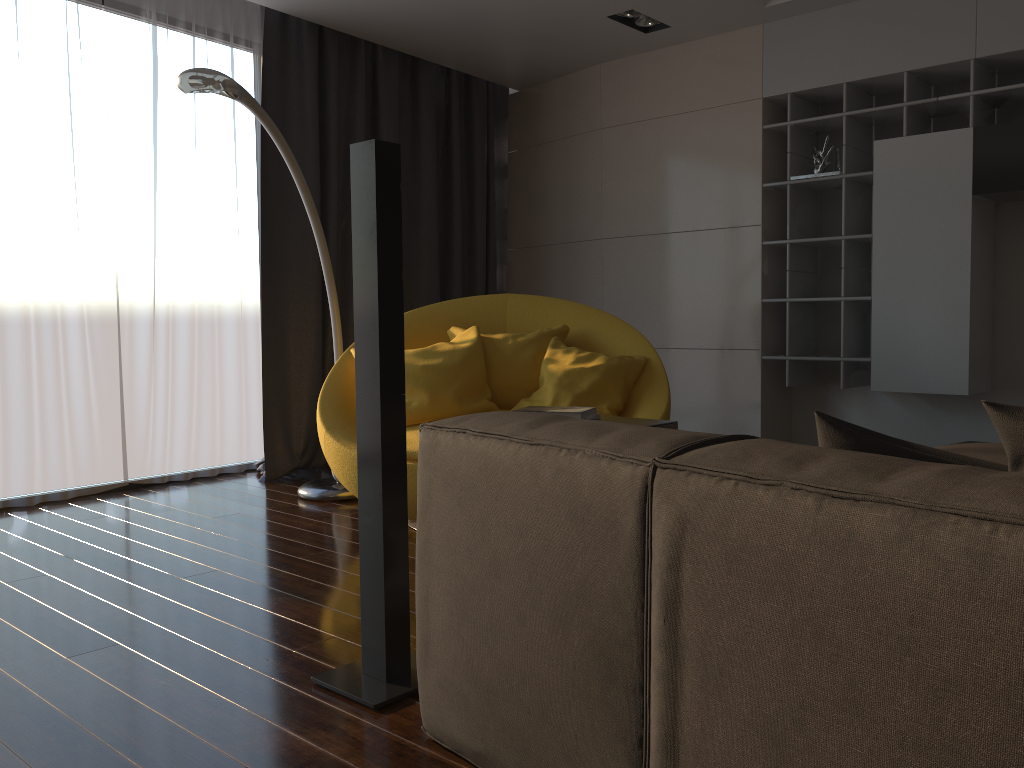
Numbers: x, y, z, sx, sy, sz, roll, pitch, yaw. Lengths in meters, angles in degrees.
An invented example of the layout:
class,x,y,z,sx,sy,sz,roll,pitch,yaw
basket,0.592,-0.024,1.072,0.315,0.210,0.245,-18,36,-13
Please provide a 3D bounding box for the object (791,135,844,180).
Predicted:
class,x,y,z,sx,sy,sz,roll,pitch,yaw
object,1.715,-1.225,4.796,0.269,0.227,0.300,3,5,42

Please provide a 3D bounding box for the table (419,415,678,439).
class,x,y,z,sx,sy,sz,roll,pitch,yaw
table,0.121,0.399,2.526,0.426,0.562,0.634,3,5,42

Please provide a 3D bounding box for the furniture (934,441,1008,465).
class,x,y,z,sx,sy,sz,roll,pitch,yaw
furniture,1.671,0.431,2.759,1.153,0.439,1.039,-3,5,-38

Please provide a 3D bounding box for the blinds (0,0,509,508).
class,x,y,z,sx,sy,sz,roll,pitch,yaw
blinds,-2.552,-0.808,3.438,0.711,2.892,7.882,2,4,36

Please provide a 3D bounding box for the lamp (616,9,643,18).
class,x,y,z,sx,sy,sz,roll,pitch,yaw
lamp,0.633,-2.023,4.746,0.185,0.077,0.168,-2,4,-29

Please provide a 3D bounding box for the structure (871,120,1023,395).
class,x,y,z,sx,sy,sz,roll,pitch,yaw
structure,2.978,-0.311,3.746,2.730,1.765,0.507,3,5,41

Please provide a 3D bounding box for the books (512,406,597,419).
class,x,y,z,sx,sy,sz,roll,pitch,yaw
books,0.124,0.082,2.532,0.199,0.022,0.160,1,4,17

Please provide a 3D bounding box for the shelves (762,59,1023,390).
class,x,y,z,sx,sy,sz,roll,pitch,yaw
shelves,2.215,-0.760,4.465,1.819,1.600,0.400,3,5,42

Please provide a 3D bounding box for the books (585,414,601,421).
class,x,y,z,sx,sy,sz,roll,pitch,yaw
books,0.139,0.105,2.534,0.232,0.023,0.163,0,4,0

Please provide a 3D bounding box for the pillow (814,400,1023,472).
class,x,y,z,sx,sy,sz,roll,pitch,yaw
pillow,1.483,0.164,1.083,2.094,0.430,1.060,0,4,3

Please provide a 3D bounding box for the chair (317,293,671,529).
class,x,y,z,sx,sy,sz,roll,pitch,yaw
chair,-0.058,0.085,3.887,1.500,1.005,1.151,0,4,8

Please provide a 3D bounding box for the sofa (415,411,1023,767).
class,x,y,z,sx,sy,sz,roll,pitch,yaw
sofa,1.588,0.371,1.753,2.883,0.703,2.353,-3,5,-38

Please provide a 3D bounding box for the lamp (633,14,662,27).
class,x,y,z,sx,sy,sz,roll,pitch,yaw
lamp,0.762,-2.033,4.887,0.186,0.077,0.167,-3,5,-36

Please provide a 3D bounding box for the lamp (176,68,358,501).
class,x,y,z,sx,sy,sz,roll,pitch,yaw
lamp,-0.452,-0.386,5.143,0.560,1.778,4.395,1,4,24
